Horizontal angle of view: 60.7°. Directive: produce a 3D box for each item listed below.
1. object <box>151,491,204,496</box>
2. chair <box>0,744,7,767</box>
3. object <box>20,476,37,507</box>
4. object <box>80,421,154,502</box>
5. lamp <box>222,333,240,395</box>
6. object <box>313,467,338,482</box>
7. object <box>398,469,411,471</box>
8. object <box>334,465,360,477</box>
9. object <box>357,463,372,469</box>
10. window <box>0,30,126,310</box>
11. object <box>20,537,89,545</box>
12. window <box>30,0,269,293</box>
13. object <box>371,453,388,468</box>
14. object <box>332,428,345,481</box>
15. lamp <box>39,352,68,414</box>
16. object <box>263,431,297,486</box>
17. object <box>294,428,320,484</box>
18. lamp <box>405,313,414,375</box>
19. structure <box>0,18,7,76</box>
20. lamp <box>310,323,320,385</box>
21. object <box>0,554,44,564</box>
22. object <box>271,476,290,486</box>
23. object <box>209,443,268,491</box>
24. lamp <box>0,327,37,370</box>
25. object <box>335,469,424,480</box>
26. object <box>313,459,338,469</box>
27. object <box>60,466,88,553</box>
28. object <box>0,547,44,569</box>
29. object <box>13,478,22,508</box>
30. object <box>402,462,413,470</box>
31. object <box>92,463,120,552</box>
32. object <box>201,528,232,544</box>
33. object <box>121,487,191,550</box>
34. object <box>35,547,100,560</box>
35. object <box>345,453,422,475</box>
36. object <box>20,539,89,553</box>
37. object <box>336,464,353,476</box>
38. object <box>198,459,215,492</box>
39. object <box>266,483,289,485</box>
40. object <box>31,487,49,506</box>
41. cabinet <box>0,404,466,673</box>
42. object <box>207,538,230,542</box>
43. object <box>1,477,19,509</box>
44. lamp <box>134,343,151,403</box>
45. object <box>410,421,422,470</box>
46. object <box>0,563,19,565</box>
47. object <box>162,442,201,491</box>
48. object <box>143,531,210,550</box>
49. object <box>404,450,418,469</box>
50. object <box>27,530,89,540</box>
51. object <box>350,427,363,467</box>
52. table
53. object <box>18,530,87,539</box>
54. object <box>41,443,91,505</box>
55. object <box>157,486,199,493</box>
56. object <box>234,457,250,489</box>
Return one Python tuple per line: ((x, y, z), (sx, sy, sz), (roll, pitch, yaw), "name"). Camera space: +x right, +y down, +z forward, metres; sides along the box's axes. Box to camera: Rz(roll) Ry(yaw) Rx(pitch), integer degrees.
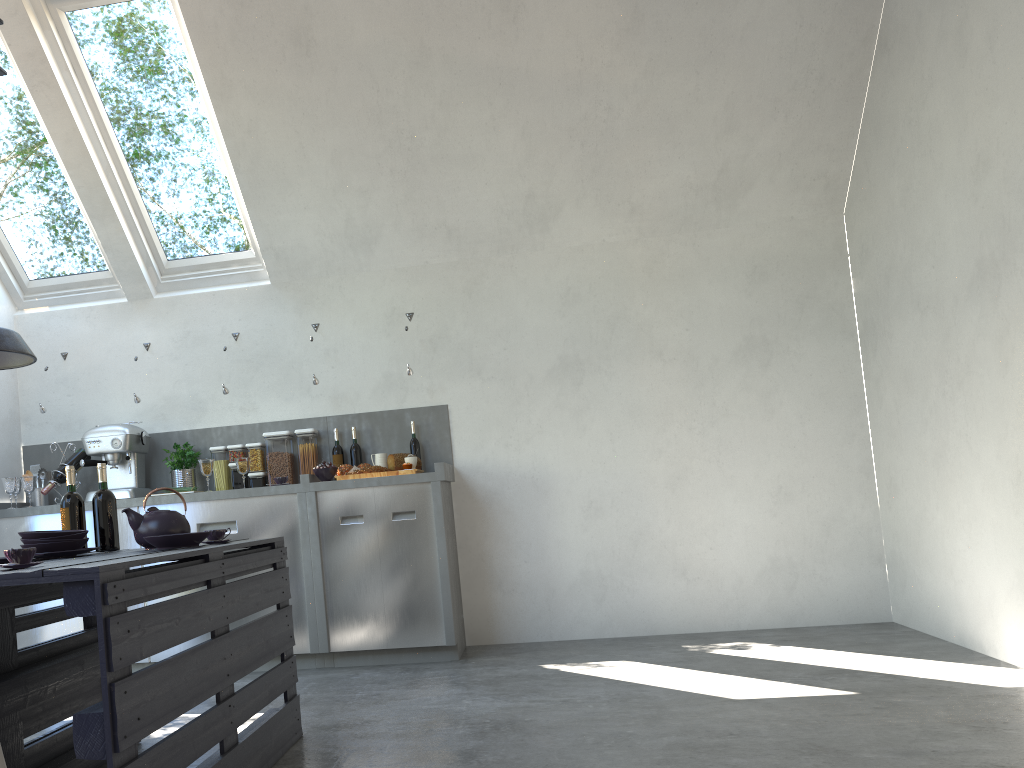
((-1.979, 0.651, 5.186), (0.265, 0.012, 0.180), (-5, -7, 4), "object")
((-1.327, 0.985, 1.874), (0.422, 0.502, 0.439), (-5, -5, 0), "chair")
((-2.949, 0.662, 5.344), (0.104, 0.191, 0.093), (-7, -5, 28), "object")
((-2.450, 0.478, 5.415), (0.363, 0.498, 0.425), (-5, -5, 4), "object")
((-1.759, -0.134, 5.446), (0.060, 0.435, 0.330), (-5, -5, 1), "lamp")
((-1.066, 0.524, 5.010), (0.138, 0.079, 0.156), (0, -8, -37), "object")
((-0.632, 0.487, 4.922), (0.206, 0.003, 0.019), (-9, -8, 30), "object")
((-0.930, 0.510, 5.132), (0.206, 0.059, 0.192), (-8, -8, 25), "object")
((-0.872, 0.506, 5.180), (0.111, 0.076, 0.127), (1, -8, -42), "object")
((-3.014, -1.284, 5.264), (0.843, 1.389, 1.476), (-5, -5, 3), "window")
((-1.626, 0.571, 3.114), (0.234, 0.063, 0.225), (-6, -7, 9), "object")
((-2.026, -1.392, 5.111), (0.843, 1.382, 1.469), (-5, -5, 3), "window")
((-0.772, 0.471, 5.159), (0.086, 0.119, 0.085), (-7, -5, 26), "object")
((-1.075, 0.447, 5.411), (0.073, 0.343, 0.073), (-5, -3, -2), "object")
((-2.949, -0.015, 5.622), (0.060, 0.435, 0.330), (-5, -5, 1), "lamp")
((-1.444, 0.478, 5.457), (0.178, 0.352, 0.127), (-5, -4, 5), "object")
((-1.263, 0.461, 5.433), (0.130, 0.352, 0.127), (-5, -4, 4), "object")
((-0.622, -0.249, 5.278), (0.060, 0.435, 0.330), (-5, -5, 1), "lamp")
((-3.141, -1.126, 3.361), (2.568, 0.208, 0.134), (-6, -4, 8), "structure")
((-1.200, -0.191, 5.368), (0.058, 0.433, 0.345), (-5, -5, -9), "lamp")
((-1.648, 0.574, 2.845), (0.240, 0.019, 0.230), (-6, -7, 9), "object")
((-1.337, 0.566, 5.065), (0.121, 0.056, 0.112), (-7, -7, 20), "object")
((-1.707, 0.531, 5.478), (0.347, 0.293, 0.104), (-6, -4, 8), "object")
((-1.987, -0.624, 3.164), (0.438, 1.091, 0.426), (-5, -4, 5), "lamp")
((-0.758, 0.529, 5.045), (0.478, 0.028, 0.305), (-5, -7, 6), "object")
((-1.071, 0.474, 5.013), (0.157, 0.094, 0.145), (-4, -6, -9), "object")
((-1.718, 0.493, 3.421), (0.097, 0.343, 0.085), (-8, -5, 43), "object")
((-1.333, 0.471, 2.373), (0.120, 0.056, 0.113), (-6, -7, 12), "object")
((-3.079, 0.683, 5.427), (0.094, 0.191, 0.103), (-3, -4, -25), "object")
((-0.591, 0.466, 4.950), (0.058, 0.046, 0.061), (-4, -6, -10), "object")
((-1.588, 0.481, 3.411), (0.097, 0.343, 0.086), (-8, -4, 38), "object")
((-1.109, 0.570, 3.272), (0.116, 0.056, 0.117), (-4, -7, -3), "object")
((-1.323, 0.507, 3.296), (0.216, 0.231, 0.216), (-6, -5, 7), "object")
((-1.623, 0.607, 3.115), (0.315, 0.024, 0.278), (-10, -9, 36), "object")
((-0.751, 0.461, 5.060), (0.434, 0.111, 0.133), (-2, -6, -23), "object")
((-1.626, 0.586, 3.114), (0.215, 0.047, 0.245), (2, -10, -44), "object")
((-0.972, 0.508, 5.129), (0.111, 0.076, 0.127), (1, -8, -42), "object")
((-1.775, 0.535, 5.097), (0.093, 0.191, 0.105), (-2, -5, -36), "object")
((-1.346, 0.578, 5.026), (0.127, 0.013, 0.029), (-2, -7, -18), "object")
((-3.038, 0.735, 5.625), (0.100, 0.131, 0.114), (0, -7, -44), "object")
((-1.759, 0.966, 5.280), (2.902, 1.471, 0.560), (-6, -4, 8), "cabinet")
((-1.082, 0.580, 3.234), (0.029, 0.013, 0.128), (-6, -8, 13), "object")
((-3.030, 0.661, 5.287), (0.098, 0.191, 0.099), (-5, -4, -1), "object")
((-2.338, -0.077, 5.536), (0.058, 0.433, 0.345), (-5, -5, -9), "lamp")
((-0.592, 0.399, 5.339), (0.064, 0.343, 0.061), (-6, -3, 8), "object")
((-1.371, 0.490, 2.362), (0.140, 0.013, 0.026), (-9, -8, 32), "object")
((-2.056, 0.530, 5.456), (0.233, 0.340, 0.267), (-1, -6, -42), "object")
((-1.167, 0.548, 3.056), (0.215, 0.047, 0.245), (2, -10, -44), "object")
((-0.579, 0.435, 5.009), (0.068, 0.120, 0.078), (-1, -6, -40), "object")
((-1.629, 0.559, 3.119), (0.235, 0.063, 0.224), (-6, -7, 9), "object")
((-0.962, 0.436, 5.394), (0.074, 0.343, 0.071), (-6, -3, 8), "object")
((-1.696, 0.993, 2.889), (1.628, 0.793, 1.495), (-5, -6, 5), "table")
((-1.636, 0.547, 3.117), (0.232, 0.058, 0.227), (-5, -7, 5), "object")
((-2.815, 0.562, 5.460), (0.248, 0.392, 0.313), (-8, -6, 33), "object")
((-2.002, 0.630, 5.189), (0.290, 0.053, 0.136), (-8, -7, 22), "object")
((-1.601, 0.535, 5.211), (0.097, 0.191, 0.100), (-5, -4, -7), "object")
